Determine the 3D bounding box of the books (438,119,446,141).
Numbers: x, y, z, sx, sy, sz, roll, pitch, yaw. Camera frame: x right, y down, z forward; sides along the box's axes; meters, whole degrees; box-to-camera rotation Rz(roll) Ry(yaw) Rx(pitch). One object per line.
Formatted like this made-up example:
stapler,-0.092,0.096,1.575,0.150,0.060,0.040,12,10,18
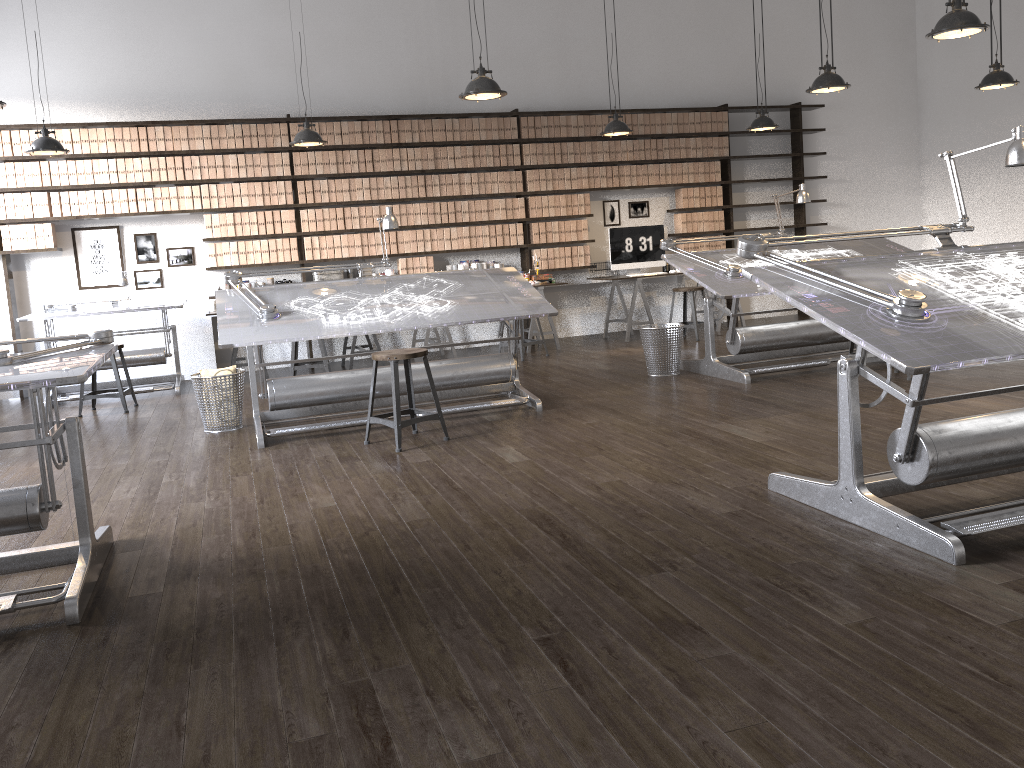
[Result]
books,-0.728,-2.574,9.029,0.067,0.224,0.175,-6,7,-17

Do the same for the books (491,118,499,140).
books,-0.200,-2.638,9.196,0.067,0.224,0.175,-6,7,-17

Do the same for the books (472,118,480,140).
books,-0.392,-2.615,9.136,0.067,0.224,0.175,-6,7,-17

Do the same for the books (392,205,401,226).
books,-1.180,-1.694,8.954,0.067,0.224,0.175,-6,7,-17

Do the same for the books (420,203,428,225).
books,-0.912,-1.726,9.037,0.067,0.224,0.175,-6,7,-17

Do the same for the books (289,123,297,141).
books,-2.120,-2.406,8.595,0.067,0.224,0.175,-6,7,-17

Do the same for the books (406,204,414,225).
books,-1.049,-1.710,9.001,0.067,0.224,0.175,-6,7,-17

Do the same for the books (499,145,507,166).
books,-0.114,-2.373,9.246,0.067,0.224,0.175,-6,7,-17

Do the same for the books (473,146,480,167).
books,-0.389,-2.340,9.164,0.067,0.224,0.175,-6,7,-17

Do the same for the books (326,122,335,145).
books,-1.790,-2.446,8.700,0.067,0.224,0.175,-6,7,-17

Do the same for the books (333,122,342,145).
books,-1.722,-2.454,8.717,0.067,0.224,0.175,-6,7,-17

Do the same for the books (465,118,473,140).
books,-0.460,-2.607,9.119,0.067,0.224,0.175,-6,7,-17

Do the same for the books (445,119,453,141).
books,-0.660,-2.582,9.051,0.067,0.224,0.175,-6,7,-17

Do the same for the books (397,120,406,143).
books,-1.125,-2.527,8.911,0.067,0.224,0.175,-6,7,-17

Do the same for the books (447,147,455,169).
books,-0.643,-2.309,9.079,0.067,0.224,0.175,-6,7,-17

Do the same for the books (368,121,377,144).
books,-1.401,-2.493,8.824,0.067,0.224,0.175,-6,7,-17

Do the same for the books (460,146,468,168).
books,-0.516,-2.325,9.123,0.067,0.224,0.175,-6,7,-17

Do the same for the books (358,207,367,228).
books,-1.505,-1.655,8.857,0.067,0.224,0.175,-6,7,-17

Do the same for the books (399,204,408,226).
books,-1.115,-1.702,8.978,0.067,0.224,0.175,-6,7,-17

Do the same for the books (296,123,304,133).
books,-2.059,-2.412,8.610,0.067,0.224,0.175,-6,7,-17

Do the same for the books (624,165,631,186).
books,1.230,-2.268,9.689,0.067,0.224,0.175,-6,7,-17

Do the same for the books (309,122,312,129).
books,-1.990,-2.421,8.632,0.067,0.224,0.175,-6,7,-17

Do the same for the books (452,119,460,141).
books,-0.592,-2.591,9.075,0.067,0.224,0.175,-6,7,-17

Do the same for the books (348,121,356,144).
books,-1.595,-2.470,8.761,0.067,0.224,0.175,-6,7,-17

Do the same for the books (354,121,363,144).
books,-1.530,-2.477,8.777,0.067,0.224,0.175,-6,7,-17

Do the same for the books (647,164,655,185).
books,1.501,-2.302,9.778,0.067,0.224,0.175,-6,7,-17

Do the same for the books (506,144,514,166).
books,-0.045,-2.382,9.273,0.067,0.224,0.175,-6,7,-17

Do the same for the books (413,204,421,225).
books,-0.981,-1.718,9.018,0.067,0.224,0.175,-6,7,-17

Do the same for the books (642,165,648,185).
books,1.430,-2.293,9.757,0.067,0.224,0.175,-6,7,-17

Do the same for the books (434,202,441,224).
books,-0.784,-1.742,9.081,0.067,0.224,0.175,-6,7,-17

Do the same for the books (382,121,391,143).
books,-1.266,-2.510,8.867,0.067,0.224,0.175,-6,7,-17

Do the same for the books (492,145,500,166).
books,-0.187,-2.365,9.228,0.067,0.224,0.175,-6,7,-17

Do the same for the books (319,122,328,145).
books,-1.857,-2.438,8.681,0.067,0.224,0.175,-6,7,-17

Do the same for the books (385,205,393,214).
books,-1.249,-1.685,8.934,0.067,0.224,0.175,-6,7,-17

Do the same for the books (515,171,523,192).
books,0.053,-2.120,9.324,0.067,0.224,0.175,-6,7,-17

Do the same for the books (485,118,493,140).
books,-0.265,-2.631,9.180,0.067,0.224,0.175,-6,7,-17

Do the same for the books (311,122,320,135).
books,-1.922,-2.430,8.657,0.067,0.224,0.175,-6,7,-17

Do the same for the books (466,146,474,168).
books,-0.451,-2.332,9.139,0.067,0.224,0.175,-6,7,-17

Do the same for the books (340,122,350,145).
books,-1.654,-2.462,8.741,0.067,0.224,0.175,-6,7,-17

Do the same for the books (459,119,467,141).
books,-0.527,-2.600,9.100,0.067,0.224,0.175,-6,7,-17

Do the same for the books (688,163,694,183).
books,1.967,-2.358,9.924,0.067,0.224,0.175,-6,7,-17

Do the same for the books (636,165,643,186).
books,1.363,-2.285,9.738,0.067,0.224,0.175,-6,7,-17

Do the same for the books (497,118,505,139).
books,-0.138,-2.647,9.221,0.067,0.224,0.175,-6,7,-17

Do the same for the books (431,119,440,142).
books,-0.790,-2.567,9.014,0.067,0.224,0.175,-6,7,-17

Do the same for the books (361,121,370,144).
books,-1.468,-2.485,8.802,0.067,0.224,0.175,-6,7,-17

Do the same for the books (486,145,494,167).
books,-0.253,-2.356,9.203,0.067,0.224,0.175,-6,7,-17

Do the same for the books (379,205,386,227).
books,-1.310,-1.678,8.917,0.067,0.224,0.175,-6,7,-17

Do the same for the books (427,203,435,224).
books,-0.843,-1.734,9.058,0.067,0.224,0.175,-6,7,-17

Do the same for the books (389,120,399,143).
books,-1.193,-2.518,8.884,0.067,0.224,0.175,-6,7,-17

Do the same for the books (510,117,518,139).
books,-0.002,-2.663,9.260,0.067,0.224,0.175,-6,7,-17

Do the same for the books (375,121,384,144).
books,-1.332,-2.501,8.841,0.067,0.224,0.175,-6,7,-17

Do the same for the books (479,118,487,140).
books,-0.324,-2.624,9.160,0.067,0.224,0.175,-6,7,-17

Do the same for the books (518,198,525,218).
books,0.077,-1.846,9.348,0.067,0.224,0.175,-6,7,-17

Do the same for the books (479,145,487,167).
books,-0.321,-2.348,9.186,0.067,0.224,0.175,-6,7,-17

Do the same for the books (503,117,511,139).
books,-0.070,-2.655,9.243,0.067,0.224,0.175,-6,7,-17
